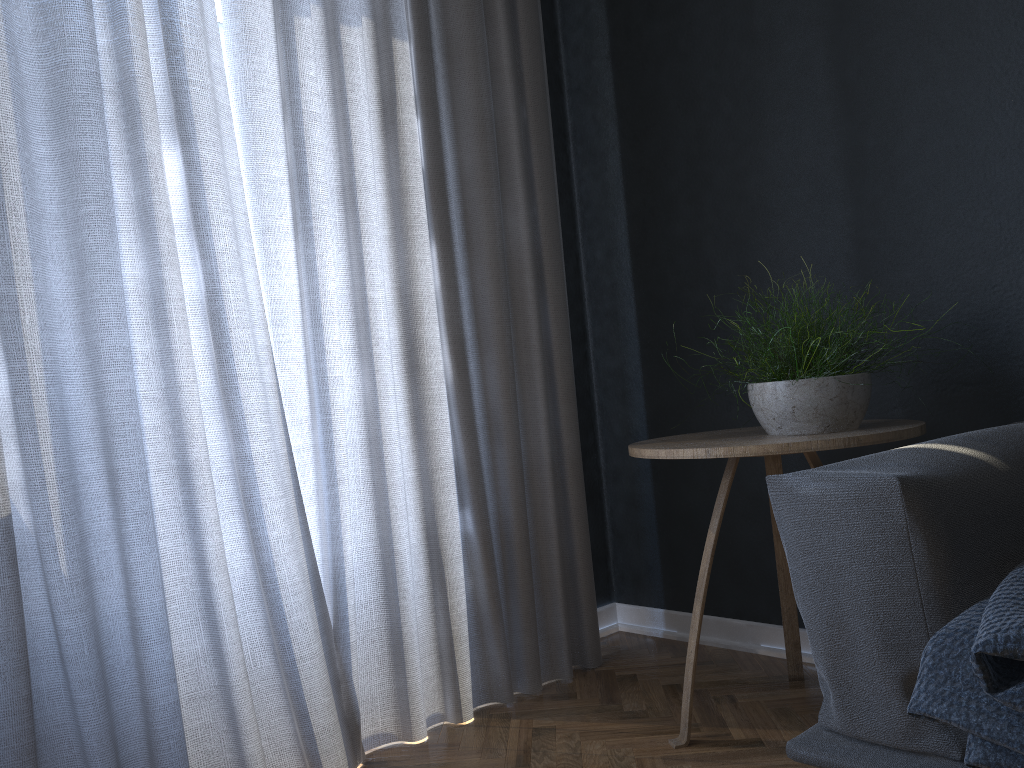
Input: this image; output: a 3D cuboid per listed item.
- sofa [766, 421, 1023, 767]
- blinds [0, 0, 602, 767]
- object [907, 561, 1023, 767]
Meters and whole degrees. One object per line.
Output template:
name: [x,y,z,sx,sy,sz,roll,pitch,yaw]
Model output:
sofa: [1.454,0.208,0.713,0.969,0.798,2.342,-5,-1,-43]
blinds: [-1.314,-0.522,1.199,3.989,2.789,0.312,-5,0,-42]
object: [0.844,0.294,0.932,0.490,0.329,0.667,-5,-1,-38]
